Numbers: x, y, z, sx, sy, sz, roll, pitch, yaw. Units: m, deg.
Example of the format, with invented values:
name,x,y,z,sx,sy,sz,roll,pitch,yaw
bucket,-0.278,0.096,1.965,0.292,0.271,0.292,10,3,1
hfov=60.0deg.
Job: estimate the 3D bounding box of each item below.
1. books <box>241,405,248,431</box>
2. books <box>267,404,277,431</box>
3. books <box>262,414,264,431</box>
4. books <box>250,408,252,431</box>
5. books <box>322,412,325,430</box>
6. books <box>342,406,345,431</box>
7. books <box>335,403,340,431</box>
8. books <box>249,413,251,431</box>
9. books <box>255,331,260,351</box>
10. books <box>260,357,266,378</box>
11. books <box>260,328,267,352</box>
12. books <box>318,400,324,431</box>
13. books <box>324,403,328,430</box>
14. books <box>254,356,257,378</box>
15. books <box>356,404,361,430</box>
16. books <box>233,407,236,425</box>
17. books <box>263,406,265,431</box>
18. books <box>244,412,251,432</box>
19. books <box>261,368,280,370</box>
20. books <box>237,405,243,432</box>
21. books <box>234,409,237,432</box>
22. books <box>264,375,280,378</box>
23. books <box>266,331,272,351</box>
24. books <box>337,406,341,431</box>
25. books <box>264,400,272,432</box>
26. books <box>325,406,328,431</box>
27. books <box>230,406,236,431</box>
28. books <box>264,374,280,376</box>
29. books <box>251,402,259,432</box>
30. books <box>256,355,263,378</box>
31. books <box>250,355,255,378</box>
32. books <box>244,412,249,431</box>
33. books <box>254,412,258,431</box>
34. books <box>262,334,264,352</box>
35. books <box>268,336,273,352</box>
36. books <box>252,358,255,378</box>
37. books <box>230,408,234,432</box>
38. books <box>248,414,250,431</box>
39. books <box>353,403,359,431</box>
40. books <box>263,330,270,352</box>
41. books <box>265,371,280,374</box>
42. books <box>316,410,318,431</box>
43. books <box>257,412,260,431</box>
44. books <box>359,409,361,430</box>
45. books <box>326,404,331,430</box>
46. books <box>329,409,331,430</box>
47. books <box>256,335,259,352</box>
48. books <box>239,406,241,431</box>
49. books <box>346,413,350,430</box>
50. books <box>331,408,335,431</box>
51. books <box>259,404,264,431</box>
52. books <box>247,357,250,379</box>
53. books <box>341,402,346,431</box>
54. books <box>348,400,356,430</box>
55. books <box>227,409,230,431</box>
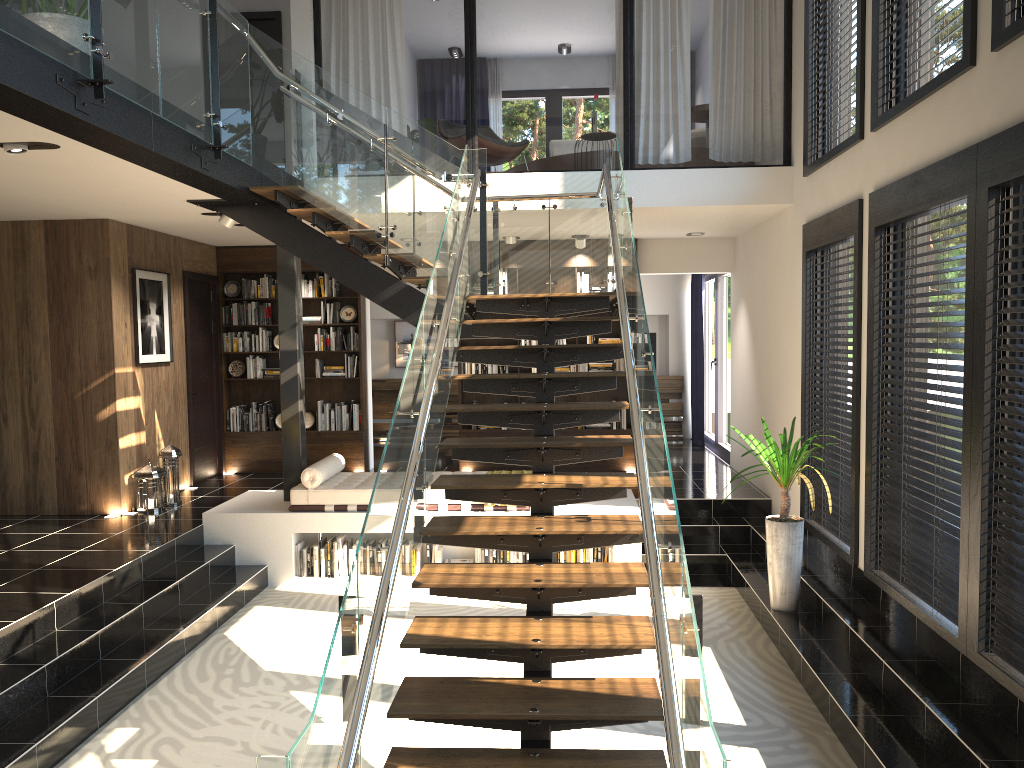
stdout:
name,x,y,z,sx,sy,sz,roll,pitch,yaw
books,-3.217,0.409,10.670,0.020,0.304,0.189,-1,4,3
books,-2.879,0.400,10.629,0.042,0.316,0.193,-1,4,3
books,-2.960,0.454,10.657,0.033,0.209,0.191,-1,3,3
books,-3.088,0.419,10.642,0.017,0.282,0.232,-1,4,3
books,-2.246,0.444,10.611,0.034,0.215,0.104,-1,4,3
books,-1.990,0.404,10.568,0.018,0.293,0.191,-1,4,3
books,-2.073,0.390,10.571,0.012,0.322,0.177,-1,4,3
books,-3.109,0.449,10.657,0.026,0.222,0.209,-1,3,3
books,-3.034,-0.509,10.588,0.020,0.244,0.154,-1,4,3
books,-2.981,-0.198,10.616,0.030,0.253,0.138,-1,4,3
books,-2.963,-0.530,10.571,0.018,0.284,0.197,-1,4,3
books,-2.275,0.374,10.563,0.017,0.360,0.189,-1,4,3
books,-2.220,0.392,10.605,0.019,0.317,0.122,-1,4,3
books,-3.041,-0.203,10.609,0.024,0.266,0.147,-1,4,3
books,-1.823,0.395,10.559,0.029,0.307,0.149,-1,4,3
books,-3.312,0.420,10.682,0.030,0.283,0.170,-1,4,3
books,-2.932,0.407,10.633,0.027,0.305,0.204,-1,4,3
books,-3.162,0.453,10.644,0.021,0.217,0.220,-1,3,3
books,-2.818,-0.181,10.580,0.292,0.013,0.187,0,3,6
books,-3.254,0.409,10.645,0.015,0.306,0.222,-1,4,3
books,-3.288,0.428,10.650,0.022,0.269,0.215,-1,4,3
books,-2.815,-0.089,10.604,0.262,0.033,0.154,0,3,6
books,-2.901,-0.512,10.593,0.023,0.245,0.133,-1,4,3
books,-2.052,0.407,10.575,0.029,0.286,0.137,-1,4,3
books,-2.911,0.382,10.607,0.019,0.357,0.234,-1,4,3
books,-2.201,0.406,10.606,0.019,0.289,0.145,-1,4,3
books,-3.355,0.417,10.699,0.032,0.288,0.179,-1,4,3
books,-2.816,-0.116,10.604,0.266,0.021,0.152,-1,3,2
books,-3.073,0.391,10.622,0.016,0.341,0.217,-1,4,3
books,-3.013,-0.210,10.599,0.032,0.279,0.133,-1,4,3
books,-3.095,-0.206,10.592,0.018,0.275,0.143,-1,4,3
books,-3.187,0.453,10.693,0.035,0.212,0.159,-1,4,3
books,-3.045,0.447,10.663,0.034,0.223,0.208,-1,3,3
books,-2.944,-0.494,10.587,0.018,0.211,0.157,-1,4,3
books,-2.883,-0.480,10.583,0.015,0.181,0.136,-1,4,3
books,-3.068,-0.193,10.617,0.032,0.245,0.120,-1,4,3
books,-3.335,0.421,10.666,0.014,0.282,0.232,-1,4,3
books,-3.136,0.456,10.669,0.029,0.207,0.166,-1,4,3
books,-1.854,0.391,10.567,0.035,0.315,0.168,-1,4,3
books,-2.925,-0.518,10.572,0.021,0.260,0.197,-1,4,3
books,-2.816,-0.142,10.602,0.244,0.033,0.142,-1,3,0
books,-2.315,0.429,10.619,0.023,0.245,0.135,-1,4,3
books,-3.010,0.447,10.660,0.036,0.223,0.173,-1,4,3
books,-1.793,0.424,10.569,0.029,0.247,0.139,-1,4,3
books,-2.183,0.391,10.588,0.019,0.321,0.161,-1,4,3
books,-2.155,0.425,10.609,0.034,0.250,0.114,-1,4,3
books,-3.011,-0.484,10.577,0.025,0.194,0.172,-1,4,3
books,-3.235,0.410,10.678,0.018,0.302,0.195,-1,4,3
books,-1.951,0.450,10.599,0.032,0.195,0.134,-1,4,3
books,-2.121,0.423,10.587,0.037,0.256,0.145,-1,4,3
books,-2.986,0.398,10.635,0.016,0.322,0.218,-1,4,3
books,-3.118,-0.196,10.584,0.026,0.258,0.192,-1,4,3
books,-2.007,0.384,10.567,0.016,0.332,0.195,-1,4,3
books,-1.905,0.371,10.564,0.065,0.354,0.164,-1,4,3
books,-3.388,0.431,10.695,0.032,0.262,0.194,-1,4,3
